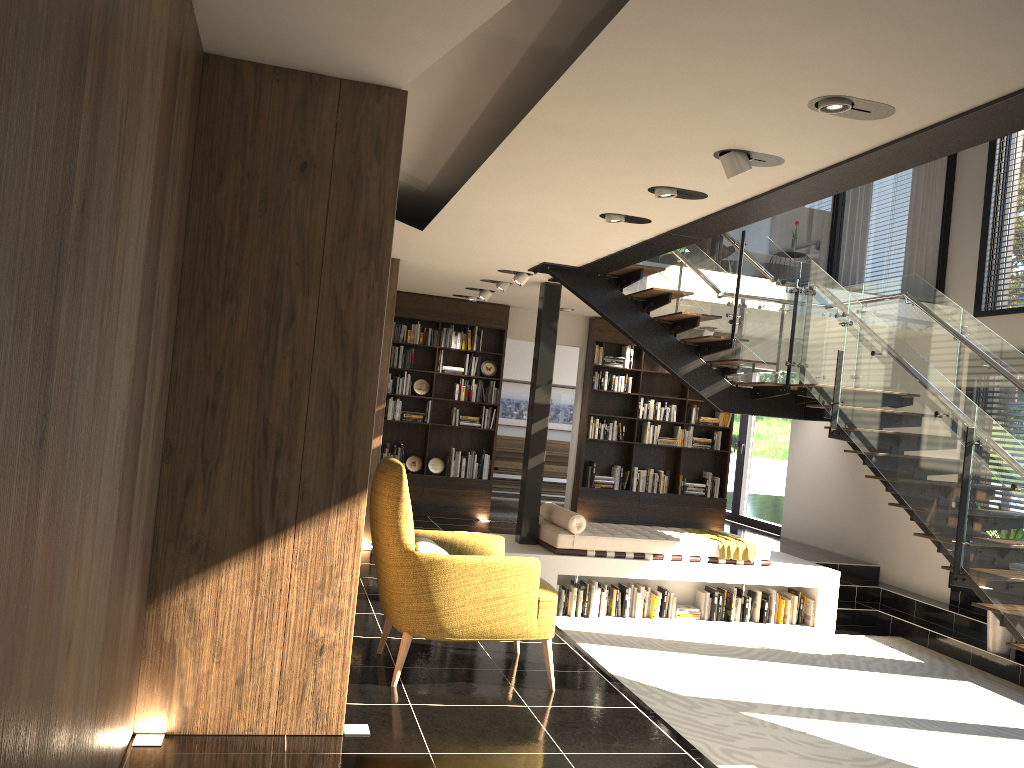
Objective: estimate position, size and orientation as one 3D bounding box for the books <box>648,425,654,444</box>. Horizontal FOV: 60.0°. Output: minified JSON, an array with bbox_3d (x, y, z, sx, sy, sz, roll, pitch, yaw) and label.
[{"bbox_3d":[1.802,0.660,11.626,0.030,0.245,0.166,6,-1,-14],"label":"books"}]

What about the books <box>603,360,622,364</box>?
[{"bbox_3d":[1.292,-0.286,11.519,0.251,0.026,0.148,6,-2,-10],"label":"books"}]

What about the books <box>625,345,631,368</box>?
[{"bbox_3d":[1.495,-0.358,11.557,0.034,0.311,0.149,6,-1,-14],"label":"books"}]

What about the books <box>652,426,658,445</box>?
[{"bbox_3d":[1.839,0.664,11.610,0.036,0.244,0.194,6,-1,-14],"label":"books"}]

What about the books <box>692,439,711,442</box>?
[{"bbox_3d":[2.498,0.753,11.809,0.260,0.021,0.167,6,-2,-17],"label":"books"}]

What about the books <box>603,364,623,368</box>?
[{"bbox_3d":[1.288,-0.236,11.514,0.268,0.026,0.156,6,-2,-10],"label":"books"}]

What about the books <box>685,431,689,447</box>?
[{"bbox_3d":[2.285,0.726,11.753,0.029,0.214,0.149,6,-1,-14],"label":"books"}]

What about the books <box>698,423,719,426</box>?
[{"bbox_3d":[2.613,0.542,11.884,0.266,0.021,0.156,6,-2,-17],"label":"books"}]

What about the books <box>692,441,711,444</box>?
[{"bbox_3d":[2.495,0.775,11.811,0.268,0.022,0.156,6,-2,-19],"label":"books"}]

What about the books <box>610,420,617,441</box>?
[{"bbox_3d":[1.306,0.603,11.511,0.029,0.256,0.167,6,-1,-14],"label":"books"}]

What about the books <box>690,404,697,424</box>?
[{"bbox_3d":[2.409,0.401,11.823,0.023,0.261,0.146,6,-1,-14],"label":"books"}]

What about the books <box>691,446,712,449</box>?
[{"bbox_3d":[2.491,0.842,11.800,0.288,0.026,0.175,6,-2,-10],"label":"books"}]

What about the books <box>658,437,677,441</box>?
[{"bbox_3d":[2.018,0.718,11.689,0.274,0.025,0.156,6,-2,-11],"label":"books"}]

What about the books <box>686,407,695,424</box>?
[{"bbox_3d":[2.384,0.419,11.820,0.024,0.219,0.174,6,-1,-14],"label":"books"}]

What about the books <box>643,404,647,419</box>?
[{"bbox_3d":[1.718,0.356,11.608,0.024,0.197,0.174,6,-1,-14],"label":"books"}]

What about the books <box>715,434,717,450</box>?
[{"bbox_3d":[2.685,0.769,11.854,0.025,0.212,0.168,6,-1,-14],"label":"books"}]

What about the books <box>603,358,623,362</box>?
[{"bbox_3d":[1.294,-0.312,11.524,0.270,0.025,0.156,6,-2,-14],"label":"books"}]

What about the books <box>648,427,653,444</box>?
[{"bbox_3d":[1.783,0.670,11.588,0.023,0.218,0.196,6,-1,-14],"label":"books"}]

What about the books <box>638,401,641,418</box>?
[{"bbox_3d":[1.634,0.332,11.602,0.031,0.228,0.176,6,-1,-14],"label":"books"}]

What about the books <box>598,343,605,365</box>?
[{"bbox_3d":[1.148,-0.384,11.459,0.028,0.290,0.170,6,-1,-14],"label":"books"}]

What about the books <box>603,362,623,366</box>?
[{"bbox_3d":[1.290,-0.261,11.518,0.273,0.025,0.156,6,-2,-17],"label":"books"}]

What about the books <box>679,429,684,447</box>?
[{"bbox_3d":[2.205,0.710,11.750,0.037,0.232,0.231,6,-1,-14],"label":"books"}]

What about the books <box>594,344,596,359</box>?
[{"bbox_3d":[1.034,-0.382,11.456,0.026,0.263,0.156,6,-1,-14],"label":"books"}]

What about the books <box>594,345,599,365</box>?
[{"bbox_3d":[1.063,-0.373,11.456,0.032,0.250,0.167,6,-1,-14],"label":"books"}]

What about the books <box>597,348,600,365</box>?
[{"bbox_3d":[1.089,-0.353,11.455,0.021,0.217,0.180,6,-1,-14],"label":"books"}]

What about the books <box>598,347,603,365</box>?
[{"bbox_3d":[1.117,-0.358,11.451,0.030,0.231,0.200,6,-1,-14],"label":"books"}]

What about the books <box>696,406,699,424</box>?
[{"bbox_3d":[2.453,0.415,11.850,0.025,0.243,0.119,6,-1,-14],"label":"books"}]

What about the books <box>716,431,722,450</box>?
[{"bbox_3d":[2.737,0.755,11.854,0.026,0.251,0.178,6,-1,-14],"label":"books"}]

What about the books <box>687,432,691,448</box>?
[{"bbox_3d":[2.316,0.731,11.742,0.026,0.209,0.184,6,-1,-14],"label":"books"}]

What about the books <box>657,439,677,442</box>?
[{"bbox_3d":[2.017,0.743,11.684,0.261,0.024,0.167,6,-2,-18],"label":"books"}]

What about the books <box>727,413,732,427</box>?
[{"bbox_3d":[2.882,0.484,11.922,0.051,0.194,0.192,6,-1,-14],"label":"books"}]

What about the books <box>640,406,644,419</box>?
[{"bbox_3d":[1.689,0.371,11.614,0.027,0.162,0.125,6,-1,-14],"label":"books"}]

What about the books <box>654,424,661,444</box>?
[{"bbox_3d":[1.882,0.661,11.654,0.067,0.261,0.159,6,-1,-14],"label":"books"}]

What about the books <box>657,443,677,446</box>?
[{"bbox_3d":[2.011,0.793,11.688,0.274,0.025,0.156,6,-2,-18],"label":"books"}]

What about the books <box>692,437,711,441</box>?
[{"bbox_3d":[2.498,0.732,11.816,0.272,0.022,0.156,6,-2,-16],"label":"books"}]

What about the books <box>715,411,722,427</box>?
[{"bbox_3d":[2.770,0.460,11.913,0.026,0.219,0.156,6,-1,-14],"label":"books"}]

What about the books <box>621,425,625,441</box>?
[{"bbox_3d":[1.421,0.639,11.549,0.028,0.210,0.169,6,-1,-14],"label":"books"}]

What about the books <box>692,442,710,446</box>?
[{"bbox_3d":[2.490,0.796,11.821,0.247,0.022,0.148,6,-2,-14],"label":"books"}]

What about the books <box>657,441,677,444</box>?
[{"bbox_3d":[2.014,0.767,11.687,0.275,0.025,0.156,6,-2,-18],"label":"books"}]

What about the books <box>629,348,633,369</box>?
[{"bbox_3d":[1.524,-0.335,11.565,0.029,0.272,0.173,6,-1,-14],"label":"books"}]

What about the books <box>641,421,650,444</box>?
[{"bbox_3d":[1.751,0.635,11.617,0.031,0.284,0.176,6,-1,-14],"label":"books"}]

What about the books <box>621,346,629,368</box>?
[{"bbox_3d":[1.465,-0.347,11.538,0.031,0.284,0.176,6,-1,-14],"label":"books"}]

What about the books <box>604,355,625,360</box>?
[{"bbox_3d":[1.300,-0.339,11.513,0.285,0.030,0.176,6,-2,-15],"label":"books"}]

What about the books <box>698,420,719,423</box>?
[{"bbox_3d":[2.618,0.501,11.881,0.259,0.020,0.167,6,-2,-16],"label":"books"}]

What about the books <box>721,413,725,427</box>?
[{"bbox_3d":[2.799,0.452,11.911,0.028,0.240,0.187,6,-1,-14],"label":"books"}]

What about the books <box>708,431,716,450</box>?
[{"bbox_3d":[2.663,0.750,11.837,0.031,0.244,0.176,6,-1,-14],"label":"books"}]

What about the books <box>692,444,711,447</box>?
[{"bbox_3d":[2.491,0.818,11.812,0.274,0.022,0.156,6,-2,-18],"label":"books"}]

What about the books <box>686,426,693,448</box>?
[{"bbox_3d":[2.344,0.700,11.759,0.031,0.277,0.168,6,-1,-14],"label":"books"}]

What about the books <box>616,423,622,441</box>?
[{"bbox_3d":[1.375,0.621,11.534,0.070,0.236,0.206,6,-1,-14],"label":"books"}]

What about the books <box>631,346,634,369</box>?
[{"bbox_3d":[1.547,-0.348,11.578,0.019,0.303,0.129,6,-1,-14],"label":"books"}]

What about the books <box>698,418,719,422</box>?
[{"bbox_3d":[2.621,0.481,11.879,0.260,0.020,0.167,6,-2,-17],"label":"books"}]

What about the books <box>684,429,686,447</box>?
[{"bbox_3d":[2.257,0.714,11.758,0.025,0.232,0.156,6,-1,-14],"label":"books"}]

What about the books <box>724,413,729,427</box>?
[{"bbox_3d":[2.846,0.482,11.912,0.023,0.189,0.197,6,-1,-14],"label":"books"}]

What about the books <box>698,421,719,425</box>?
[{"bbox_3d":[2.615,0.521,11.886,0.272,0.021,0.156,6,-2,-16],"label":"books"}]

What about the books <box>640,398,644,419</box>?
[{"bbox_3d":[1.666,0.314,11.608,0.031,0.272,0.158,6,-1,-14],"label":"books"}]

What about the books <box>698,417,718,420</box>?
[{"bbox_3d":[2.619,0.461,11.894,0.246,0.021,0.148,6,-2,-15],"label":"books"}]

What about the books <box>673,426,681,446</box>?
[{"bbox_3d":[2.179,0.691,11.732,0.026,0.263,0.156,6,-1,-14],"label":"books"}]

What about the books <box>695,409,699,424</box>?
[{"bbox_3d":[2.434,0.435,11.813,0.026,0.196,0.147,6,-1,-14],"label":"books"}]

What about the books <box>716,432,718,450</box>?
[{"bbox_3d":[2.707,0.755,11.869,0.023,0.246,0.147,6,-1,-14],"label":"books"}]

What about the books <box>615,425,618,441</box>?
[{"bbox_3d":[1.325,0.632,11.541,0.030,0.205,0.170,6,-1,-14],"label":"books"}]
